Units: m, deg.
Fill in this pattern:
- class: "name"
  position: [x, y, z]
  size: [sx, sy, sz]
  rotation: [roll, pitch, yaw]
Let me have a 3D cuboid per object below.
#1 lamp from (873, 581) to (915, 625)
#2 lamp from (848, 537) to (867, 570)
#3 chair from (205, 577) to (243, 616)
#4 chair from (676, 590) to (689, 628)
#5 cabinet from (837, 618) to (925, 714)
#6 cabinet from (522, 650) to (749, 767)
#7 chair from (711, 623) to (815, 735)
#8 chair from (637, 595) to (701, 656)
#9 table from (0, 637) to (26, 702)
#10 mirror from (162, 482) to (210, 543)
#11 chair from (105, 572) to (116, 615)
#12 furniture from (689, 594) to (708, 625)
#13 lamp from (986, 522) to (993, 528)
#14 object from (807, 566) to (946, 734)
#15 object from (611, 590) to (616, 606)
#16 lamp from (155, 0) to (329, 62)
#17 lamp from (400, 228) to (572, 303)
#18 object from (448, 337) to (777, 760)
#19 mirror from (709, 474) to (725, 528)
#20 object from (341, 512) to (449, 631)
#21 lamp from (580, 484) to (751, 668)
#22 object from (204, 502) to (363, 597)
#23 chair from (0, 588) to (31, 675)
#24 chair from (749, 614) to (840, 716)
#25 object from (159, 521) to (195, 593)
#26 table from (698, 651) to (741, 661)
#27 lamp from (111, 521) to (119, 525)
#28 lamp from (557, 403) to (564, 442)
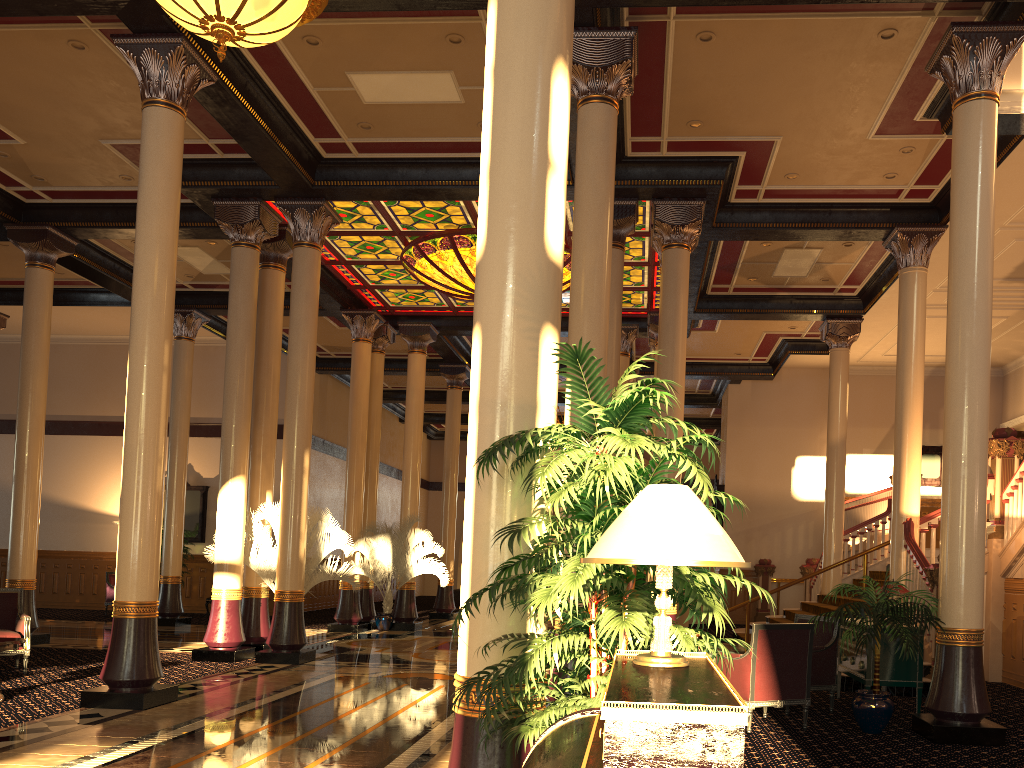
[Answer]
- class: "lamp"
  position: [3.702, 2.130, 8.460]
  size: [0.317, 0.417, 0.324]
  rotation: [2, -5, 3]
- class: "lamp"
  position: [6.397, 3.909, 16.423]
  size: [0.591, 2.002, 0.573]
  rotation: [2, -2, -12]
- class: "chair"
  position: [-6.176, 4.523, 18.936]
  size: [0.713, 1.093, 0.777]
  rotation: [-1, -6, 31]
- class: "chair"
  position: [3.595, 5.007, 19.492]
  size: [0.747, 0.907, 0.996]
  rotation: [-1, -8, 27]
- class: "cabinet"
  position: [3.684, 2.840, 8.779]
  size: [0.544, 0.858, 1.286]
  rotation: [1, -8, 8]
- class: "cabinet"
  position: [0.172, 1.187, 1.901]
  size: [0.530, 1.116, 0.951]
  rotation: [1, -6, 8]
- class: "chair"
  position: [2.153, 2.520, 7.554]
  size: [0.706, 0.915, 0.629]
  rotation: [4, -5, -24]
- class: "chair"
  position: [1.684, 2.760, 9.231]
  size: [0.724, 1.093, 0.766]
  rotation: [0, -5, 21]
- class: "table"
  position: [-4.888, 2.509, 7.540]
  size: [0.675, 0.531, 1.281]
  rotation: [-3, -11, 33]
- class: "mirror"
  position: [-7.597, 2.819, 19.773]
  size: [1.375, 1.547, 0.202]
  rotation: [1, -2, 4]
- class: "chair"
  position: [-8.152, 4.463, 18.481]
  size: [0.624, 0.915, 0.712]
  rotation: [-1, -6, 26]
- class: "furniture"
  position: [4.410, 5.420, 21.475]
  size: [0.800, 0.936, 2.219]
  rotation: [1, -10, 8]
- class: "lamp"
  position: [5.559, 2.707, 10.666]
  size: [0.563, 2.002, 0.600]
  rotation: [1, -3, 24]
- class: "object"
  position: [3.134, 2.269, 7.455]
  size: [1.092, 1.429, 1.036]
  rotation: [-2, -6, 35]
- class: "object"
  position: [1.225, 2.710, 11.644]
  size: [1.125, 2.140, 1.000]
  rotation: [4, -4, -35]
- class: "lamp"
  position: [-1.679, -2.849, 5.170]
  size: [1.189, 1.896, 1.202]
  rotation: [2, -5, 1]
- class: "lamp"
  position: [-0.291, -1.648, 13.995]
  size: [2.976, 0.598, 3.063]
  rotation: [1, -11, 4]
- class: "object"
  position: [0.350, 0.921, 3.020]
  size: [1.125, 2.140, 1.000]
  rotation: [4, -4, -35]
- class: "mirror"
  position: [5.210, 3.303, 22.212]
  size: [0.253, 1.975, 1.815]
  rotation: [1, -6, 9]
- class: "object"
  position: [-2.057, 3.517, 16.332]
  size: [1.800, 2.260, 2.123]
  rotation: [1, -6, 10]
- class: "lamp"
  position: [0.378, 0.475, 2.159]
  size: [0.442, 0.441, 0.409]
  rotation: [7, -8, -38]
- class: "object"
  position: [-3.025, 2.646, 12.172]
  size: [2.071, 2.246, 1.817]
  rotation: [2, -6, -6]
- class: "chair"
  position: [-5.627, 2.675, 9.392]
  size: [0.714, 0.915, 0.621]
  rotation: [6, -6, -38]
- class: "chair"
  position: [2.748, 2.740, 8.546]
  size: [0.665, 0.915, 0.668]
  rotation: [4, -6, -23]
- class: "object"
  position: [-7.535, 3.985, 19.069]
  size: [1.125, 2.140, 1.000]
  rotation: [4, -4, -35]
- class: "table"
  position: [1.958, 2.855, 8.328]
  size: [0.503, 0.553, 0.463]
  rotation: [7, -8, -43]
- class: "lamp"
  position: [-8.571, 4.042, 19.147]
  size: [0.604, 2.002, 0.559]
  rotation: [3, -3, -33]
- class: "lamp"
  position: [0.943, 0.875, 23.005]
  size: [1.189, 1.896, 1.202]
  rotation: [2, -5, 1]
